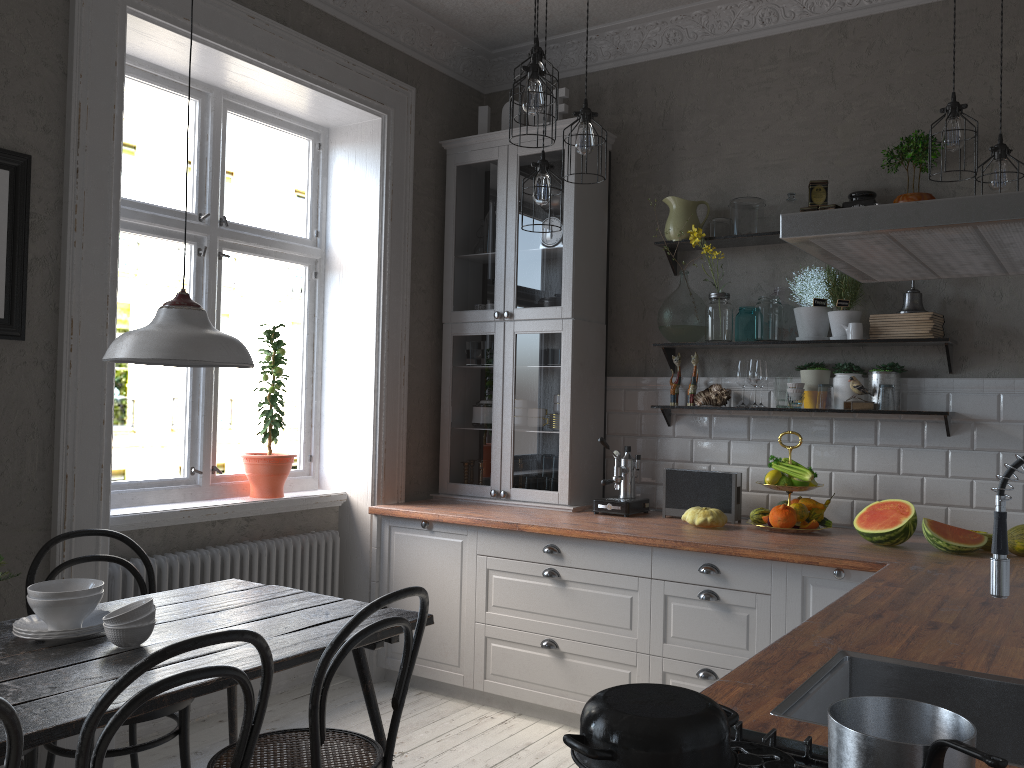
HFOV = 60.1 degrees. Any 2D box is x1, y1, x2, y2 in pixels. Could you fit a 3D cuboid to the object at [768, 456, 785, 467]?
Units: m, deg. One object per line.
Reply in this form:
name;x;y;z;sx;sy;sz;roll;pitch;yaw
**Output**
object;1.137;0.335;3.807;0.072;0.058;0.051;1;-1;10

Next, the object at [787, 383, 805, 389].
object;1.249;0.021;3.897;0.076;0.051;0.078;1;-1;19

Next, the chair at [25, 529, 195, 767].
chair;-1.248;0.945;2.773;0.447;0.920;0.537;3;-2;-44

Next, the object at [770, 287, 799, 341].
object;1.266;-0.315;4.121;0.129;0.264;0.134;0;-2;39

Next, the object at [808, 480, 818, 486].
object;1.269;0.422;3.756;0.051;0.050;0.050;0;-2;43

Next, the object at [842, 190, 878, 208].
object;1.533;-0.753;3.879;0.139;0.174;0.145;1;-2;33

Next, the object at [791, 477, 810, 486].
object;1.218;0.424;3.752;0.075;0.062;0.101;1;-1;7

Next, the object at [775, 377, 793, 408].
object;1.217;0.039;3.970;0.078;0.139;0.079;1;-1;6

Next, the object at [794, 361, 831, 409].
object;1.351;0.002;3.986;0.155;0.217;0.157;1;-1;13

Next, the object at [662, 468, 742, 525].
object;0.866;0.508;4.045;0.345;0.226;0.090;1;-2;33

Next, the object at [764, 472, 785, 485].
object;1.141;0.416;3.834;0.094;0.078;0.102;1;-1;20

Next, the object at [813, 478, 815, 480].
object;1.268;0.418;3.800;0.062;0.060;0.066;1;-1;21

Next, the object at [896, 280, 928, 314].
object;1.694;-0.435;3.741;0.129;0.287;0.132;1;-1;18

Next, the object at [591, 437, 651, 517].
object;0.498;0.431;4.180;0.202;0.370;0.360;1;-1;34

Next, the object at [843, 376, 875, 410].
object;1.494;0.039;3.795;0.118;0.147;0.101;1;-1;1

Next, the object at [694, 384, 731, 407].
object;0.944;0.052;4.171;0.175;0.111;0.097;1;-1;10

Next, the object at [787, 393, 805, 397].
object;1.248;0.064;3.896;0.076;0.051;0.078;1;-1;26

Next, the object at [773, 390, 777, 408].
object;1.234;0.068;4.049;0.079;0.083;0.076;2;-2;-39

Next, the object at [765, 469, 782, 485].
object;1.111;0.397;3.763;0.080;0.069;0.058;2;-2;-37

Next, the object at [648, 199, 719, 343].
object;0.799;-0.532;4.236;0.334;0.674;0.338;1;-1;2

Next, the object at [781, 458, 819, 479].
object;1.250;0.369;3.809;0.090;0.096;0.177;2;-2;-36

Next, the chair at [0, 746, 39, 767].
chair;-1.539;0.930;2.371;0.539;0.920;0.446;1;-1;31

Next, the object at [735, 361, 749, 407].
object;1.080;0.000;4.134;0.081;0.217;0.083;1;-1;19

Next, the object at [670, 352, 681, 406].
object;0.797;-0.023;4.318;0.053;0.264;0.061;1;-1;5

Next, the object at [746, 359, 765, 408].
object;1.101;-0.002;4.006;0.081;0.217;0.083;1;-1;19

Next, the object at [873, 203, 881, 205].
object;1.568;-0.717;3.736;0.091;0.096;0.076;0;-2;34

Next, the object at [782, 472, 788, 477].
object;1.193;0.415;3.890;0.061;0.054;0.057;2;-1;-31

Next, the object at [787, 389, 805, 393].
object;1.248;0.047;3.897;0.079;0.051;0.075;2;-2;-38

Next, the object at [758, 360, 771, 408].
object;1.149;0.001;4.084;0.081;0.217;0.083;1;-1;19

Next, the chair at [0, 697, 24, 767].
chair;-1.093;0.919;1.390;0.539;0.920;0.446;1;-1;31

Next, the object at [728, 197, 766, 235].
object;1.091;-0.763;4.118;0.174;0.184;0.170;2;-1;-18

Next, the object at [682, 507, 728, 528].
object;0.830;0.574;3.820;0.193;0.083;0.193;0;-1;34

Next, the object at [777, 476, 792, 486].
object;1.153;0.421;3.753;0.062;0.061;0.068;1;-1;33

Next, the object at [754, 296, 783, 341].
object;1.161;-0.291;4.006;0.127;0.206;0.122;2;-2;-34

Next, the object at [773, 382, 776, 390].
object;1.234;0.035;4.050;0.079;0.083;0.076;2;-2;-39

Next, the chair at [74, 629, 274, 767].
chair;-0.793;0.936;1.844;0.537;0.920;0.447;0;-2;41

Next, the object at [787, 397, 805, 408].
object;1.247;0.081;3.896;0.076;0.051;0.078;1;-1;26

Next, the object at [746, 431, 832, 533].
object;1.190;0.413;3.796;0.347;0.425;0.356;1;-1;18

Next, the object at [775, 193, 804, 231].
object;1.293;-0.776;4.103;0.141;0.220;0.139;2;-1;-7

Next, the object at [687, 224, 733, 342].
object;0.916;-0.464;4.104;0.188;0.540;0.285;1;-1;25

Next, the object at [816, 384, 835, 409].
object;1.374;0.055;3.882;0.076;0.108;0.079;1;-1;27

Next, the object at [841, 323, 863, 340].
object;1.462;-0.223;3.777;0.064;0.071;0.104;2;-1;-26

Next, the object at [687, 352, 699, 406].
object;0.875;-0.023;4.248;0.062;0.264;0.052;2;-1;-21

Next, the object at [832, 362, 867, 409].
object;1.484;0.008;3.910;0.150;0.214;0.170;2;-1;-27

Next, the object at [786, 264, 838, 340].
object;1.367;-0.362;3.984;0.239;0.354;0.240;2;-2;-39

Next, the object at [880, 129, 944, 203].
object;1.702;-0.865;3.718;0.246;0.397;0.256;2;-1;-32

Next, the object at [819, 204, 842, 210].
object;1.403;-0.725;3.902;0.081;0.113;0.084;0;-2;43

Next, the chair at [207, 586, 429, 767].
chair;-0.503;0.951;2.244;0.539;0.920;0.446;1;-1;31

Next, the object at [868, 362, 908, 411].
object;1.624;0.011;3.829;0.156;0.213;0.156;1;-1;31

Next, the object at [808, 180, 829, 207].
object;1.357;-0.838;3.926;0.082;0.113;0.083;1;-1;13

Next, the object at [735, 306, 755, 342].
object;1.109;-0.273;4.147;0.123;0.172;0.128;0;-2;37

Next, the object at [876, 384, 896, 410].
object;1.573;0.056;3.721;0.076;0.108;0.079;1;-1;27

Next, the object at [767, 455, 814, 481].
object;1.188;0.356;3.767;0.206;0.101;0.068;0;-2;40

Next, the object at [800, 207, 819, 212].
object;1.333;-0.726;3.952;0.081;0.113;0.084;1;-2;33

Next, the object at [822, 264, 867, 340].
object;1.447;-0.375;3.869;0.185;0.380;0.168;1;-1;-6
